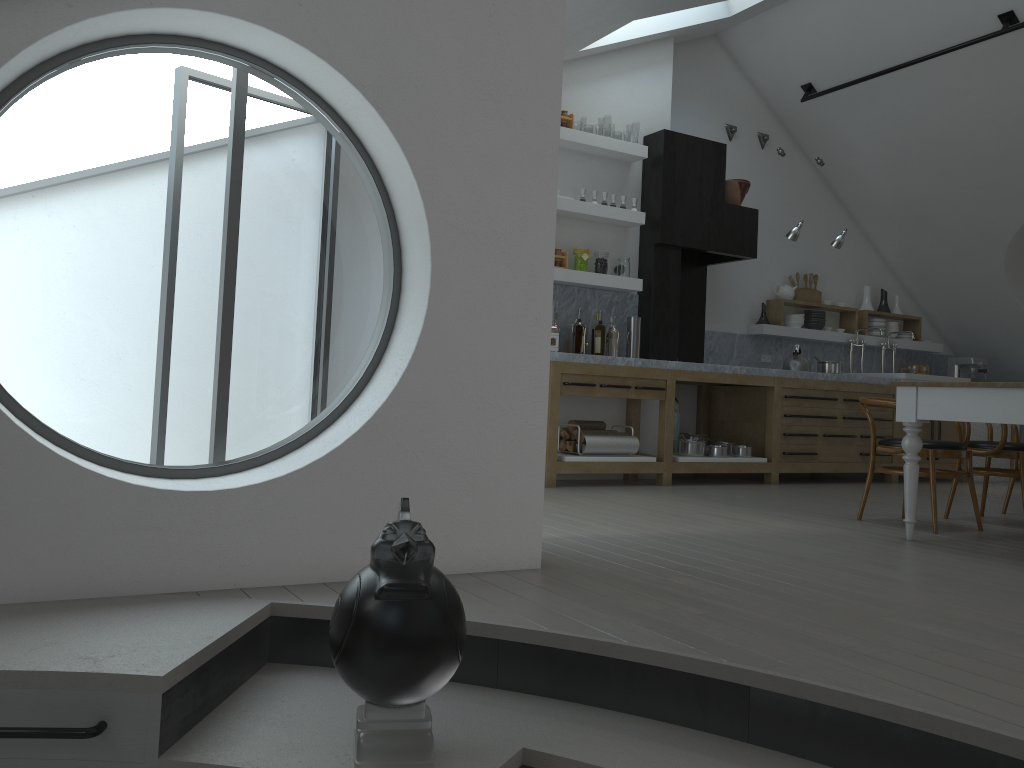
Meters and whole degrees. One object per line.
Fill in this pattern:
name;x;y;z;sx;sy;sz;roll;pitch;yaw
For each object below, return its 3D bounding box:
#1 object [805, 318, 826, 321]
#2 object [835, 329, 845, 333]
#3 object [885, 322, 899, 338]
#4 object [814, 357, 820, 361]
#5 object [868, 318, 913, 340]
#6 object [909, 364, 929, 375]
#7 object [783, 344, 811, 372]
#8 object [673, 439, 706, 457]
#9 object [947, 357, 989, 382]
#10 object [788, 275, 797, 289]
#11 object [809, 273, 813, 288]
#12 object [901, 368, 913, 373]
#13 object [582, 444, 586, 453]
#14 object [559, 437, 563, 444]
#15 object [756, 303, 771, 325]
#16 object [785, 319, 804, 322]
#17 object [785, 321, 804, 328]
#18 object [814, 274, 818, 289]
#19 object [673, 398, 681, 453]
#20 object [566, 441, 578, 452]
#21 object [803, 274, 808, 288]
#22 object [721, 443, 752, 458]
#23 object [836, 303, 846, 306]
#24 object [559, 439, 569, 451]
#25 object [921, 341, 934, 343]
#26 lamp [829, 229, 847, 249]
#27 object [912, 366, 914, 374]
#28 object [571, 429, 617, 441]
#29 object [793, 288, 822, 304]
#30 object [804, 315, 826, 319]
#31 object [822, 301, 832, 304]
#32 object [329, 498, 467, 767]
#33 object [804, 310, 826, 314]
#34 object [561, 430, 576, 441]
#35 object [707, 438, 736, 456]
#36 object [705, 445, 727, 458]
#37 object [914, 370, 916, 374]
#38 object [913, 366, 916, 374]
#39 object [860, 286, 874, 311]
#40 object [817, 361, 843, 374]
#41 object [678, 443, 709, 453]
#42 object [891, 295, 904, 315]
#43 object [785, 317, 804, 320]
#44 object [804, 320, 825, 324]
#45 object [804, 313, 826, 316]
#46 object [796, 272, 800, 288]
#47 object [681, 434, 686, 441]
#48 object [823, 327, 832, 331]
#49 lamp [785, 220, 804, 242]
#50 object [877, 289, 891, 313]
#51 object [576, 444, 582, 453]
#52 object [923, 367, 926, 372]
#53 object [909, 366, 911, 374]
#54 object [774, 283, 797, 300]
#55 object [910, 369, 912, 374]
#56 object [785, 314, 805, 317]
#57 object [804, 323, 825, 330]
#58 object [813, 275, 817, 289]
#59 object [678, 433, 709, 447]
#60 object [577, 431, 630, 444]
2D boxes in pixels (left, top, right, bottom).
object;3.025;-0.619;8.842;0.205;0.086;0.205;2;-1;13
object;3.354;-0.536;9.063;0.098;0.049;0.098;3;-1;-32
object;4.022;-0.572;9.397;0.158;0.160;0.154;3;-2;-2
object;2.902;-0.175;8.245;0.051;0.167;0.236;4;-2;-35
object;4.009;-0.570;9.417;0.656;0.196;0.198;3;-2;-30
object;4.417;-0.101;9.617;0.200;0.223;0.104;4;-2;-30
object;2.578;-0.233;8.014;0.246;0.268;0.246;3;-2;-20
object;1.404;0.510;7.227;0.222;0.164;0.378;4;-2;-41
object;4.974;-0.118;9.573;0.324;0.321;0.386;4;-2;-30
object;2.809;-0.948;8.781;0.199;0.259;0.016;3;-3;-19
object;2.983;-0.956;8.862;0.057;0.299;0.019;4;-3;-30
object;4.229;-0.086;9.496;0.173;0.171;0.100;4;-2;-28
object;0.714;0.485;6.620;0.422;0.067;0.067;3;-2;-32
object;0.531;0.464;6.893;0.436;0.092;0.091;3;-2;-32
object;2.418;-0.673;8.522;0.156;0.219;0.156;1;-3;41
object;2.773;-0.597;8.703;0.181;0.065;0.181;3;-1;8
object;2.772;-0.574;8.702;0.181;0.064;0.181;3;-1;-7
object;3.037;-0.952;8.896;0.067;0.298;0.039;4;-3;-30
object;1.334;0.337;7.627;0.231;0.499;0.230;2;-2;11
object;0.633;0.475;6.755;0.479;0.084;0.093;3;-2;-32
object;2.943;-0.958;8.862;0.061;0.300;0.040;4;-3;-32
object;1.889;0.555;7.405;0.153;0.113;0.261;4;-1;-31
object;3.373;-0.804;9.079;0.098;0.049;0.098;3;-1;-32
object;0.573;0.473;6.816;0.454;0.089;0.091;3;-2;-32
object;4.515;-0.452;9.719;0.213;0.025;0.213;3;-1;-42
lamp;2.944;-1.300;7.970;0.112;0.176;0.169;4;-2;-38
object;4.287;-0.098;9.493;0.018;0.196;0.023;4;-3;-35
object;0.627;0.389;6.710;0.362;0.087;0.101;3;-2;-32
object;2.944;-0.879;8.849;0.353;0.158;0.084;3;-2;-30
object;3.023;-0.641;8.848;0.205;0.072;0.205;4;-1;-42
object;3.187;-0.814;8.972;0.098;0.049;0.098;3;-1;-32
object;-0.258;0.541;2.026;0.320;0.563;0.320;1;-3;33
object;3.024;-0.694;8.856;0.205;0.080;0.205;3;-1;-27
object;0.581;0.401;6.802;0.434;0.079;0.115;3;-1;-32
object;1.812;0.547;7.635;0.182;0.134;0.308;3;-1;-6
object;1.639;0.541;7.236;0.153;0.113;0.261;4;-2;-41
object;4.303;-0.088;9.490;0.044;0.179;0.019;0;-3;45
object;4.297;-0.101;9.478;0.040;0.192;0.042;2;-2;7
object;3.715;-0.891;9.274;0.156;0.268;0.156;5;-3;-41
object;2.987;-0.145;8.255;0.232;0.170;0.394;1;-2;40
object;1.542;0.539;7.487;0.508;0.052;0.263;2;-1;37
object;4.133;-0.843;9.522;0.156;0.219;0.156;1;-3;41
object;2.776;-0.620;8.705;0.181;0.069;0.181;3;-1;-12
object;3.018;-0.592;8.844;0.205;0.086;0.205;3;-1;8
object;3.025;-0.666;8.854;0.205;0.084;0.205;3;-1;-2
object;2.840;-0.964;8.803;0.055;0.299;0.027;4;-3;-30
object;1.432;0.481;7.121;0.190;0.152;0.051;4;-2;-30
object;3.188;-0.546;8.967;0.098;0.049;0.098;3;-1;-32
lamp;2.442;-1.323;7.685;0.115;0.178;0.164;3;-2;-12
object;3.944;-0.879;9.402;0.156;0.268;0.156;4;-2;-26
object;0.671;0.486;6.689;0.422;0.067;0.067;3;-2;-32
object;4.466;-0.091;9.600;0.040;0.192;0.042;2;-3;20
object;4.264;-0.099;9.494;0.022;0.196;0.019;5;-3;-42
object;2.681;-0.898;8.688;0.174;0.169;0.167;1;-2;44
object;4.268;-0.090;9.474;0.019;0.179;0.044;1;-3;25
object;2.779;-0.649;8.707;0.181;0.076;0.180;3;-1;8
object;3.017;-0.565;8.843;0.205;0.072;0.205;4;-1;-42
object;3.060;-0.951;8.930;0.057;0.294;0.030;4;-3;-30
object;1.525;0.508;7.919;0.455;0.197;0.268;3;-1;4
object;0.689;0.407;6.657;0.436;0.093;0.092;3;-2;-32
